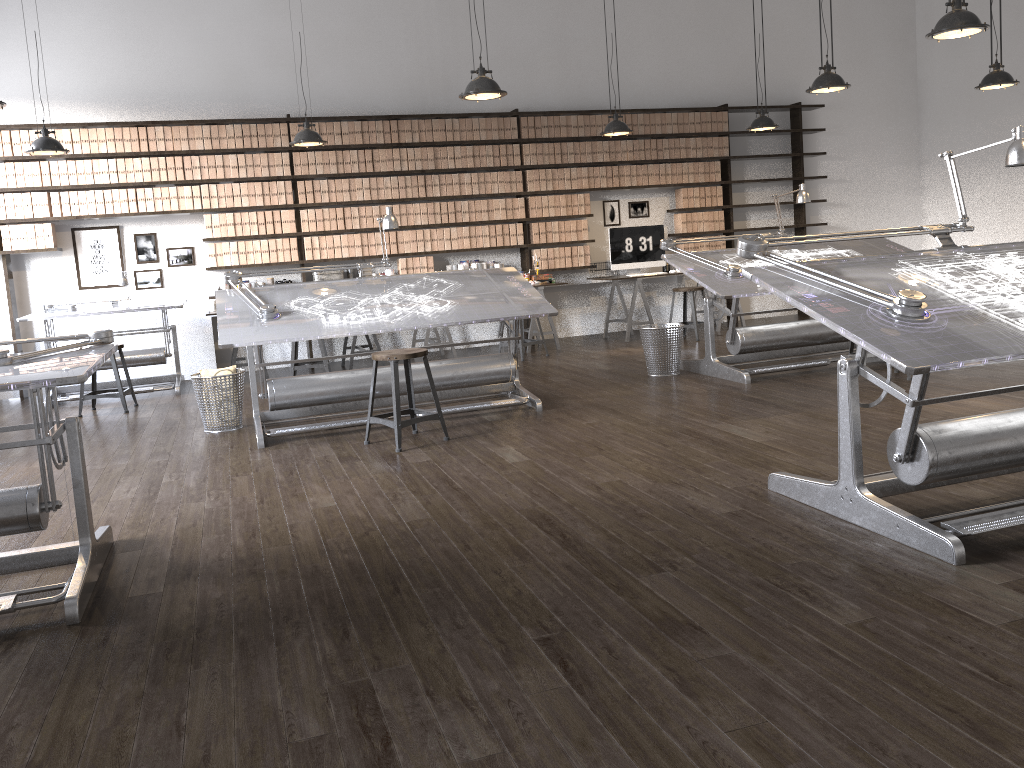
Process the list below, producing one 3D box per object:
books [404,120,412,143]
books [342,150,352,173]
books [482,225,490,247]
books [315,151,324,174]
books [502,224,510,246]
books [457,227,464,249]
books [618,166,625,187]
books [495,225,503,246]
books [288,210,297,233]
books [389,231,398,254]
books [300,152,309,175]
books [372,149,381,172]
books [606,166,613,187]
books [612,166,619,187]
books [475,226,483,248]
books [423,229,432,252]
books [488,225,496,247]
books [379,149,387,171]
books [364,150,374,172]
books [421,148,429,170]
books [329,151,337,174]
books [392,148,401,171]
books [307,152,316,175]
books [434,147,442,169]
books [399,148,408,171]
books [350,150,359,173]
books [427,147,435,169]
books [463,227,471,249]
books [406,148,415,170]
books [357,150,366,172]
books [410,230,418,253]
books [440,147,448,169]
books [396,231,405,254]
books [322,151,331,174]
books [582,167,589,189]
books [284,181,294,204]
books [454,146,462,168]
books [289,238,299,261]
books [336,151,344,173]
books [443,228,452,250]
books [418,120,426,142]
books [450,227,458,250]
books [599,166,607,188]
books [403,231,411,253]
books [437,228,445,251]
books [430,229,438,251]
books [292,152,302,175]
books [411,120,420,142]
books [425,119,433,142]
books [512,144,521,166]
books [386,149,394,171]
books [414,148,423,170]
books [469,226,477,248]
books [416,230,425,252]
[{"bbox_3d":[-1.060,-2.534,8.924,0.067,0.224,0.175,-6,7,-17],"label":"books"},{"bbox_3d":[-1.642,-2.188,8.770,0.067,0.224,0.175,-6,7,-17],"label":"books"},{"bbox_3d":[-0.293,-1.539,9.254,0.067,0.224,0.175,-6,7,-17],"label":"books"},{"bbox_3d":[-1.895,-2.157,8.687,0.067,0.224,0.175,-6,7,-17],"label":"books"},{"bbox_3d":[-0.086,-1.565,9.325,0.067,0.224,0.175,-6,7,-17],"label":"books"},{"bbox_3d":[-0.556,-1.507,9.175,0.067,0.224,0.175,-6,7,-17],"label":"books"},{"bbox_3d":[1.166,-2.261,9.675,0.067,0.224,0.175,-6,7,-17],"label":"books"},{"bbox_3d":[-0.154,-1.556,9.297,0.067,0.224,0.175,-6,7,-17],"label":"books"},{"bbox_3d":[-2.151,-1.582,8.646,0.067,0.224,0.175,-6,7,-17],"label":"books"},{"bbox_3d":[-1.212,-1.427,8.964,0.067,0.224,0.175,-6,7,-17],"label":"books"},{"bbox_3d":[-2.031,-2.141,8.646,0.067,0.224,0.175,-6,7,-17],"label":"books"},{"bbox_3d":[-1.366,-2.222,8.857,0.067,0.224,0.175,-6,7,-17],"label":"books"},{"bbox_3d":[1.024,-2.244,9.631,0.067,0.224,0.175,-6,7,-17],"label":"books"},{"bbox_3d":[1.097,-2.252,9.648,0.067,0.224,0.175,-6,7,-17],"label":"books"},{"bbox_3d":[-0.362,-1.531,9.237,0.067,0.224,0.175,-6,7,-17],"label":"books"},{"bbox_3d":[-0.883,-1.467,9.070,0.067,0.224,0.175,-6,7,-17],"label":"books"},{"bbox_3d":[-0.227,-1.548,9.280,0.067,0.224,0.175,-6,7,-17],"label":"books"},{"bbox_3d":[-1.303,-2.229,8.874,0.067,0.224,0.175,-6,7,-17],"label":"books"},{"bbox_3d":[-1.434,-2.212,8.830,0.067,0.224,0.175,-6,7,-17],"label":"books"},{"bbox_3d":[-0.906,-2.277,9.000,0.067,0.224,0.175,-6,7,-17],"label":"books"},{"bbox_3d":[-1.771,-2.171,8.723,0.067,0.224,0.175,-6,7,-17],"label":"books"},{"bbox_3d":[-1.173,-2.244,8.911,0.067,0.224,0.175,-6,7,-17],"label":"books"},{"bbox_3d":[-1.964,-2.148,8.663,0.067,0.224,0.175,-6,7,-17],"label":"books"},{"bbox_3d":[-0.778,-2.293,9.043,0.067,0.224,0.175,-6,7,-17],"label":"books"},{"bbox_3d":[-1.105,-2.253,8.936,0.067,0.224,0.175,-6,7,-17],"label":"books"},{"bbox_3d":[-1.573,-2.196,8.787,0.067,0.224,0.175,-6,7,-17],"label":"books"},{"bbox_3d":[-0.842,-2.284,9.015,0.067,0.224,0.175,-6,7,-17],"label":"books"},{"bbox_3d":[-0.491,-1.514,9.190,0.067,0.224,0.175,-6,7,-17],"label":"books"},{"bbox_3d":[-1.034,-2.261,8.956,0.067,0.224,0.175,-6,7,-17],"label":"books"},{"bbox_3d":[-1.507,-2.204,8.813,0.067,0.224,0.175,-6,7,-17],"label":"books"},{"bbox_3d":[-1.019,-1.450,9.023,0.067,0.224,0.175,-6,7,-17],"label":"books"},{"bbox_3d":[-0.711,-2.301,9.062,0.067,0.224,0.175,-6,7,-17],"label":"books"},{"bbox_3d":[-1.144,-1.436,8.992,0.067,0.224,0.175,-6,7,-17],"label":"books"},{"bbox_3d":[-1.836,-2.164,8.707,0.067,0.224,0.175,-6,7,-17],"label":"books"},{"bbox_3d":[0.760,-2.211,9.541,0.067,0.224,0.175,-6,7,-17],"label":"books"},{"bbox_3d":[-2.176,-1.857,8.623,0.067,0.224,0.175,-6,7,-17],"label":"books"},{"bbox_3d":[-0.575,-2.317,9.103,0.067,0.224,0.175,-6,7,-17],"label":"books"},{"bbox_3d":[-2.135,-1.315,8.674,0.067,0.224,0.175,-6,7,-17],"label":"books"},{"bbox_3d":[-1.709,-2.180,8.748,0.067,0.224,0.175,-6,7,-17],"label":"books"},{"bbox_3d":[-0.683,-1.491,9.131,0.067,0.224,0.175,-6,7,-17],"label":"books"},{"bbox_3d":[-0.928,-2.551,8.974,0.067,0.224,0.175,-6,7,-17],"label":"books"},{"bbox_3d":[-0.615,-1.500,9.154,0.067,0.224,0.175,-6,7,-17],"label":"books"},{"bbox_3d":[0.958,-2.235,9.605,0.067,0.224,0.175,-6,7,-17],"label":"books"},{"bbox_3d":[-1.081,-1.444,9.009,0.067,0.224,0.175,-6,7,-17],"label":"books"},{"bbox_3d":[-0.751,-1.484,9.114,0.067,0.224,0.175,-6,7,-17],"label":"books"},{"bbox_3d":[-0.818,-1.476,9.095,0.067,0.224,0.175,-6,7,-17],"label":"books"},{"bbox_3d":[-2.098,-2.133,8.627,0.067,0.224,0.175,-6,7,-17],"label":"books"},{"bbox_3d":[-0.993,-2.542,8.949,0.067,0.224,0.175,-6,7,-17],"label":"books"},{"bbox_3d":[-0.861,-2.559,8.993,0.067,0.224,0.175,-6,7,-17],"label":"books"},{"bbox_3d":[0.028,-2.391,9.293,0.067,0.224,0.175,-6,7,-17],"label":"books"},{"bbox_3d":[-1.242,-2.236,8.889,0.067,0.224,0.175,-6,7,-17],"label":"books"},{"bbox_3d":[-0.966,-2.270,8.980,0.067,0.224,0.175,-6,7,-17],"label":"books"},{"bbox_3d":[-0.429,-1.523,9.216,0.067,0.224,0.175,-6,7,-17],"label":"books"},{"bbox_3d":[-0.951,-1.459,9.045,0.067,0.224,0.175,-6,7,-17],"label":"books"}]
